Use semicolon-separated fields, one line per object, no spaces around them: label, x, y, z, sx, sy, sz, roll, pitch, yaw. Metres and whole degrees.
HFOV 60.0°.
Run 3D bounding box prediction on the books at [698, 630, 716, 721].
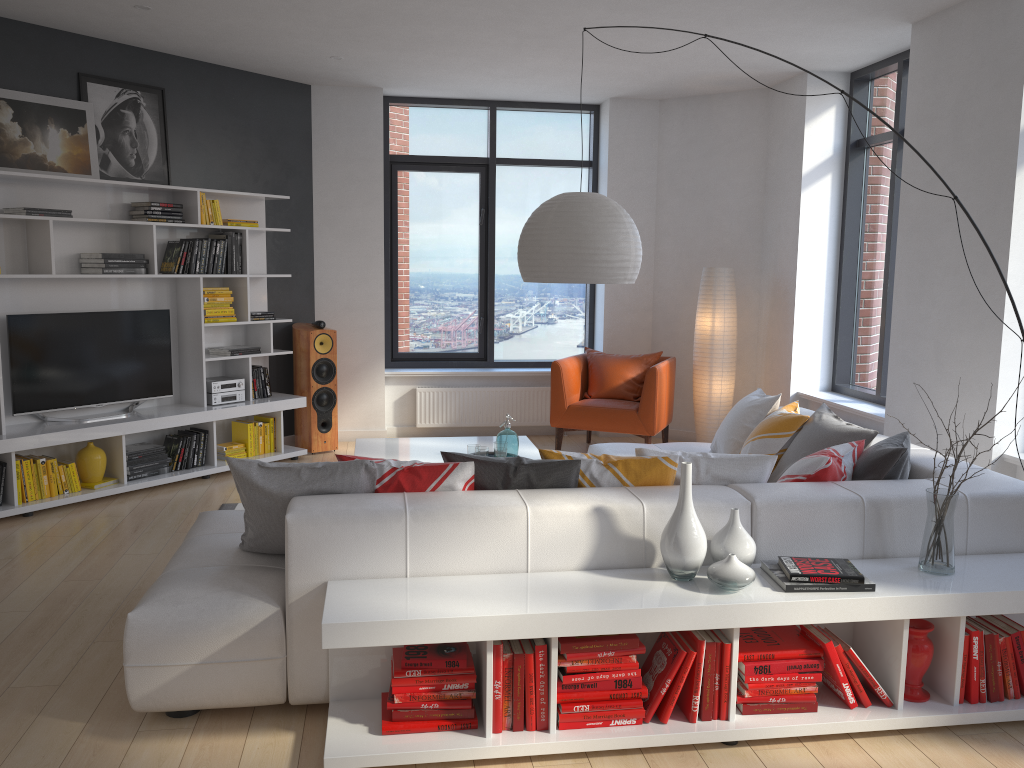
books;0.621;0.950;2.972;0.038;0.270;0.215;0;8;-9

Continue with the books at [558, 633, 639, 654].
books;0.259;0.817;2.909;0.259;0.034;0.206;-1;8;-12

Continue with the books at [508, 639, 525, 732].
books;0.006;0.958;2.889;0.034;0.259;0.207;0;8;-9

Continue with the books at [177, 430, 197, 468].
books;-2.348;0.467;6.374;0.192;0.254;0.075;6;9;35

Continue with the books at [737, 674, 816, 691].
books;0.880;0.986;3.017;0.236;0.023;0.178;0;8;-9

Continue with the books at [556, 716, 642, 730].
books;0.269;1.072;2.932;0.274;0.029;0.200;0;8;-9

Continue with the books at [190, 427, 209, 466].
books;-2.290;0.455;6.452;0.197;0.260;0.066;6;9;36

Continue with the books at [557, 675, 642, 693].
books;0.266;0.951;2.939;0.279;0.039;0.206;0;8;-8

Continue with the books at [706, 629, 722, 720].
books;0.652;0.954;2.968;0.028;0.266;0.188;0;8;-9

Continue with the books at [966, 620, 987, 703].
books;1.584;0.951;3.096;0.056;0.262;0.185;0;8;-9

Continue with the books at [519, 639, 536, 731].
books;0.045;0.959;2.885;0.042;0.259;0.195;0;8;-9

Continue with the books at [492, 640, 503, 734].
books;-0.061;0.943;2.873;0.036;0.294;0.208;0;8;-9

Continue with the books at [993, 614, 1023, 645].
books;1.775;0.949;3.143;0.116;0.255;0.198;0;8;-9

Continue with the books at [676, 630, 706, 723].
books;0.585;0.948;2.949;0.046;0.282;0.199;0;8;-9

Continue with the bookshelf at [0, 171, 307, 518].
bookshelf;-2.682;-0.293;5.835;0.455;2.052;3.000;6;9;36

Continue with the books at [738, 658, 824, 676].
books;0.884;0.925;3.031;0.279;0.039;0.206;-1;8;-10

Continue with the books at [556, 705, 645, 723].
books;0.275;1.046;2.912;0.282;0.030;0.188;0;8;-7

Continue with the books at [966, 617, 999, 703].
books;1.617;0.953;3.110;0.076;0.252;0.199;0;8;-9

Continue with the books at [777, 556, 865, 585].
books;1.033;0.626;2.978;0.238;0.027;0.188;1;8;5

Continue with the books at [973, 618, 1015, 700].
books;1.682;0.963;3.116;0.081;0.230;0.165;0;8;-9

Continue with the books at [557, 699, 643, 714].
books;0.274;1.019;2.911;0.266;0.026;0.187;-1;8;-9

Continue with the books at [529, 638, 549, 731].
books;0.079;0.942;2.893;0.049;0.291;0.214;0;8;-9

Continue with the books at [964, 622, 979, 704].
books;1.553;0.945;3.093;0.050;0.268;0.198;0;8;-9

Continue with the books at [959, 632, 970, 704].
books;1.517;0.956;3.081;0.026;0.250;0.168;0;8;-9

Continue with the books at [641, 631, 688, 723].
books;0.481;0.962;2.943;0.144;0.247;0.188;0;8;-8

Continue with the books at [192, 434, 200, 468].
books;-2.327;0.472;6.393;0.179;0.243;0.068;6;9;35

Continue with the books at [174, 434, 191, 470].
books;-2.371;0.484;6.322;0.169;0.233;0.081;6;9;35

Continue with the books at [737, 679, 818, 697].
books;0.880;1.008;3.029;0.257;0.025;0.182;0;8;-9

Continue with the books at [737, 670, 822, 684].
books;0.888;0.960;3.019;0.261;0.027;0.191;0;8;-5

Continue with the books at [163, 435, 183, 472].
books;-2.417;0.490;6.275;0.182;0.234;0.104;6;9;36

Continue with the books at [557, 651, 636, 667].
books;0.257;0.872;2.914;0.257;0.025;0.182;0;8;-9

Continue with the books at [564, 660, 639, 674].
books;0.277;0.896;2.912;0.236;0.023;0.178;0;8;-9

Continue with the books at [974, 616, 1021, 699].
books;1.705;0.961;3.123;0.083;0.233;0.178;0;8;-9

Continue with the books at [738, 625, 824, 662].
books;0.875;0.887;3.049;0.301;0.032;0.227;0;8;-9

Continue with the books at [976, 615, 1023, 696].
books;1.743;0.953;3.135;0.119;0.249;0.187;0;8;-9

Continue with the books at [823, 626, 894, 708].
books;1.184;0.971;3.052;0.186;0.223;0.188;0;8;-8

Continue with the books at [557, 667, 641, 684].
books;0.267;0.920;2.919;0.261;0.027;0.191;-1;8;-13

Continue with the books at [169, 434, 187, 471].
books;-2.401;0.487;6.305;0.187;0.234;0.096;6;9;36

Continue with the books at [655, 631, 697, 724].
books;0.523;0.963;2.942;0.115;0.245;0.192;0;8;-9

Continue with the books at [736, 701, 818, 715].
books;0.878;1.062;3.037;0.259;0.034;0.206;0;8;-6

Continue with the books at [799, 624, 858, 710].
books;1.082;0.957;3.041;0.134;0.248;0.192;0;8;-9

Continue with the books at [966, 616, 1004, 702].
books;1.648;0.958;3.105;0.066;0.247;0.175;0;8;-9

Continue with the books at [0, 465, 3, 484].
books;-3.137;0.599;5.320;0.191;0.249;0.084;6;9;36

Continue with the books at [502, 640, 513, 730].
books;-0.027;0.959;2.883;0.031;0.255;0.181;0;8;-9

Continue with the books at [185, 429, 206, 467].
books;-2.309;0.463;6.425;0.191;0.249;0.084;6;9;36

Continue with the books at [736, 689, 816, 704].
books;0.871;1.034;3.023;0.266;0.026;0.187;0;8;-3

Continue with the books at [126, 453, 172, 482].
books;-2.576;0.556;6.116;0.277;0.137;0.343;5;9;31

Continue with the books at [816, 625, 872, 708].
books;1.129;0.966;3.043;0.148;0.232;0.171;0;8;-7

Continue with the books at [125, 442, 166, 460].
books;-2.597;0.463;6.112;0.250;0.047;0.310;5;9;31

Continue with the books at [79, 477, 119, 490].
books;-2.770;0.646;5.837;0.270;0.029;0.204;4;8;21

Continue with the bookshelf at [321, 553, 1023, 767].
bookshelf;0.699;0.912;2.988;2.600;0.500;0.356;0;8;-9

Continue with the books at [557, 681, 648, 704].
books;0.272;0.986;2.944;0.301;0.032;0.227;0;8;-9

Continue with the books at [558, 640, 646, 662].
books;0.278;0.847;2.907;0.266;0.026;0.187;-1;8;-14

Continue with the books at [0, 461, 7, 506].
books;-3.117;0.591;5.347;0.197;0.260;0.066;6;9;36

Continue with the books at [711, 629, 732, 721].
books;0.681;0.953;2.957;0.028;0.269;0.181;0;8;-9

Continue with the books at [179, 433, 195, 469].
books;-2.341;0.479;6.341;0.172;0.242;0.069;6;9;37

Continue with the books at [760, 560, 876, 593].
books;1.029;0.649;3.006;0.300;0.026;0.245;0;8;-4
